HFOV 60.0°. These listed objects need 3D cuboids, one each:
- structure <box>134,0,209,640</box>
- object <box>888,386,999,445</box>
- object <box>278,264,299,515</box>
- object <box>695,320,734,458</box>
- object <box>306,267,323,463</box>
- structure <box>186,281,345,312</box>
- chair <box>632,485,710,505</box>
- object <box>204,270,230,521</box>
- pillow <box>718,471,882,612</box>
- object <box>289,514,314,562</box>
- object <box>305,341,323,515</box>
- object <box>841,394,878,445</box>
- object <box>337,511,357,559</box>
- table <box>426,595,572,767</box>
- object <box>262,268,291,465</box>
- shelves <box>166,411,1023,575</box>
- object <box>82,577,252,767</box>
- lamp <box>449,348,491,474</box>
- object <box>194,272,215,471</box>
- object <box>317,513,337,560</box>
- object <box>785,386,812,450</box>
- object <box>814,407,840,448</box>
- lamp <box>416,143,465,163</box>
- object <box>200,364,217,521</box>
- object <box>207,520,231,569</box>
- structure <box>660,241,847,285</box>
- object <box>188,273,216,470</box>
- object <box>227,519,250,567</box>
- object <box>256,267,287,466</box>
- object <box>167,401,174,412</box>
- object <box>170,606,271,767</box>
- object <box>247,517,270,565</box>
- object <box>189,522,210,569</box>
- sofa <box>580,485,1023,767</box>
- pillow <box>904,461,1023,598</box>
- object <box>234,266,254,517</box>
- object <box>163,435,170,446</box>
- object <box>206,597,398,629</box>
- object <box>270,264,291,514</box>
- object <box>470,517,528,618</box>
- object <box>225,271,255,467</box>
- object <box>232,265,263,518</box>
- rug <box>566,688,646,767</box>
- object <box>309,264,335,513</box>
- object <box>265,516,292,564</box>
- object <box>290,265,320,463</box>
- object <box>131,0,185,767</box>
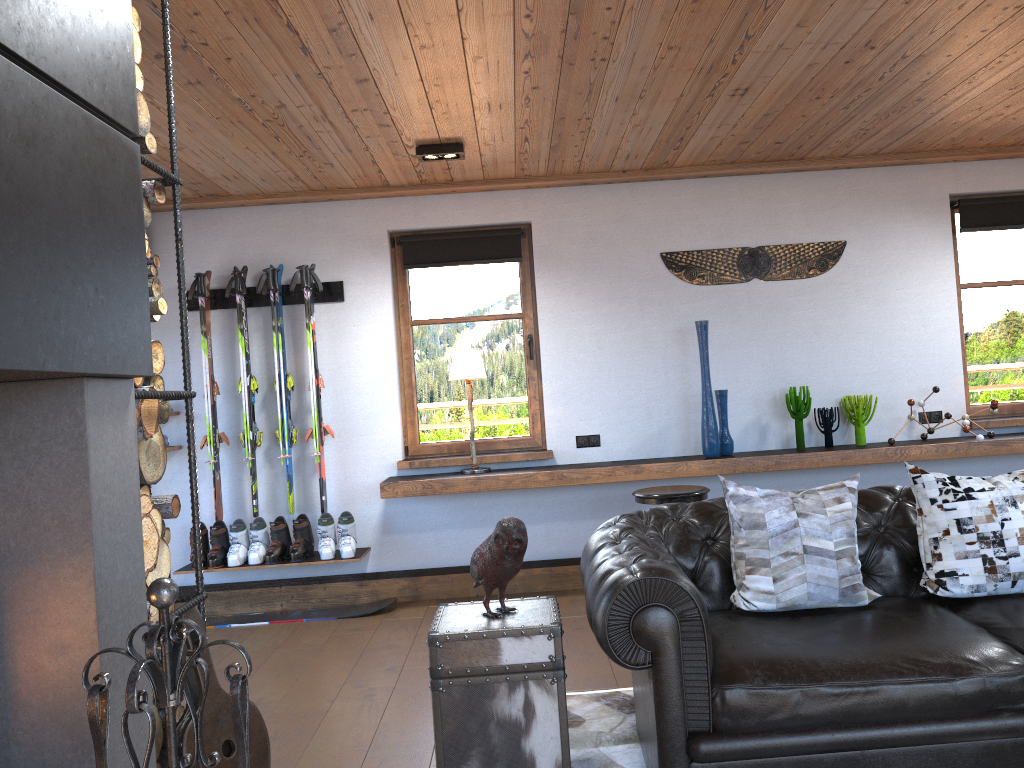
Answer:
[{"bbox_3d":[-1.162,0.103,2.312,0.512,2.617,0.501,-4,-1,0],"label":"structure"},{"bbox_3d":[2.769,0.187,5.700,0.640,0.349,0.526,-4,-1,27],"label":"object"},{"bbox_3d":[-1.438,0.027,5.737,0.073,1.622,0.111,-4,-1,0],"label":"object"},{"bbox_3d":[1.282,0.030,5.628,0.277,0.862,0.110,-3,-2,-45],"label":"object"},{"bbox_3d":[-1.238,-0.127,5.636,0.122,1.250,0.058,-3,-2,-38],"label":"object"},{"bbox_3d":[-1.631,-0.576,5.689,1.051,0.135,0.319,-4,-1,-1],"label":"structure"},{"bbox_3d":[0.924,0.953,5.026,0.440,0.717,0.442,-4,-1,4],"label":"chair"},{"bbox_3d":[-1.874,0.073,5.673,0.095,1.607,0.115,-4,-1,0],"label":"object"},{"bbox_3d":[1.019,0.540,3.149,0.528,0.469,0.283,-4,-1,2],"label":"pillow"},{"bbox_3d":[-1.334,0.958,5.573,0.116,0.270,0.253,-4,-1,15],"label":"object"},{"bbox_3d":[-1.302,0.048,5.695,0.095,1.607,0.115,-4,-1,0],"label":"object"},{"bbox_3d":[2.265,0.233,5.769,0.184,0.332,0.196,-3,-1,-41],"label":"object"},{"bbox_3d":[-1.039,0.938,5.551,0.117,0.270,0.251,-4,-1,-5],"label":"object"},{"bbox_3d":[-0.031,1.036,2.833,0.417,0.609,0.405,-4,-1,0],"label":"table"},{"bbox_3d":[-1.492,-0.110,5.619,0.122,1.250,0.058,-3,-1,-19],"label":"object"},{"bbox_3d":[0.820,0.467,5.722,6.644,0.989,0.612,-4,-1,-1],"label":"shelves"},{"bbox_3d":[-0.608,0.862,1.615,0.311,1.018,0.304,-3,-2,-45],"label":"object"},{"bbox_3d":[-0.233,0.519,5.864,0.246,1.482,0.633,-4,-1,4],"label":"lamp"},{"bbox_3d":[-1.924,-0.081,5.537,0.059,1.250,0.120,-3,-1,-18],"label":"object"},{"bbox_3d":[-1.165,0.946,5.549,0.117,0.270,0.251,-4,-1,-5],"label":"object"},{"bbox_3d":[1.848,0.221,5.698,0.160,0.410,0.144,-3,-1,-32],"label":"object"},{"bbox_3d":[2.046,0.282,5.750,0.131,0.260,0.122,-3,-1,-30],"label":"object"},{"bbox_3d":[-0.395,-1.286,4.904,0.261,0.068,0.155,-4,-1,-1],"label":"lamp"},{"bbox_3d":[-1.970,0.094,5.682,0.095,1.607,0.115,-4,-1,0],"label":"object"},{"bbox_3d":[-1.840,0.993,5.535,0.116,0.270,0.252,-4,-1,5],"label":"object"},{"bbox_3d":[1.612,-0.795,5.845,1.248,0.240,0.098,-4,-1,-1],"label":"structure"},{"bbox_3d":[-1.959,-0.078,5.609,0.122,1.250,0.058,-3,-1,-19],"label":"object"},{"bbox_3d":[-1.718,0.984,5.537,0.116,0.270,0.252,-4,-1,5],"label":"object"},{"bbox_3d":[-1.506,-0.109,5.554,0.122,1.250,0.058,-3,-2,-43],"label":"object"},{"bbox_3d":[-2.267,0.144,5.696,0.160,0.084,0.189,-4,-1,-1],"label":"object"},{"bbox_3d":[-0.789,0.999,2.390,0.265,0.795,0.265,-4,-1,-17],"label":"object"},{"bbox_3d":[-1.596,0.976,5.554,0.116,0.270,0.252,-4,-1,5],"label":"object"},{"bbox_3d":[-1.958,1.001,5.535,0.117,0.270,0.250,-4,-1,-10],"label":"object"},{"bbox_3d":[1.522,0.816,3.102,2.568,0.838,1.238,-4,-1,-1],"label":"sofa"},{"bbox_3d":[1.698,0.493,3.163,0.528,0.469,0.283,-4,-1,2],"label":"pillow"},{"bbox_3d":[-1.735,0.047,5.712,0.073,1.622,0.111,-4,-1,0],"label":"object"},{"bbox_3d":[-2.349,0.369,5.688,0.347,0.084,0.190,-4,-1,35],"label":"object"},{"bbox_3d":[-1.529,1.440,5.563,1.625,0.065,0.307,-4,-1,-1],"label":"object"},{"bbox_3d":[-1.513,0.032,5.747,0.073,1.622,0.111,-4,-1,0],"label":"object"},{"bbox_3d":[-0.039,0.579,2.834,0.245,0.319,0.151,-5,-1,41],"label":"object"},{"bbox_3d":[-1.726,-0.094,5.614,0.122,1.250,0.058,-3,-1,-19],"label":"object"},{"bbox_3d":[-1.671,0.042,5.631,0.104,1.622,0.254,-4,-1,-4],"label":"object"},{"bbox_3d":[2.079,1.167,2.637,4.044,0.053,2.431,-4,-1,0],"label":"rug"},{"bbox_3d":[-1.206,0.027,5.686,0.095,1.607,0.115,-4,-1,0],"label":"object"},{"bbox_3d":[-1.469,0.967,5.538,0.115,0.270,0.253,-4,-1,20],"label":"object"},{"bbox_3d":[-1.295,-0.124,5.544,0.122,1.250,0.058,-3,-2,-33],"label":"object"},{"bbox_3d":[-1.171,0.110,2.305,0.467,2.612,0.493,-4,-1,-1],"label":"object"}]
